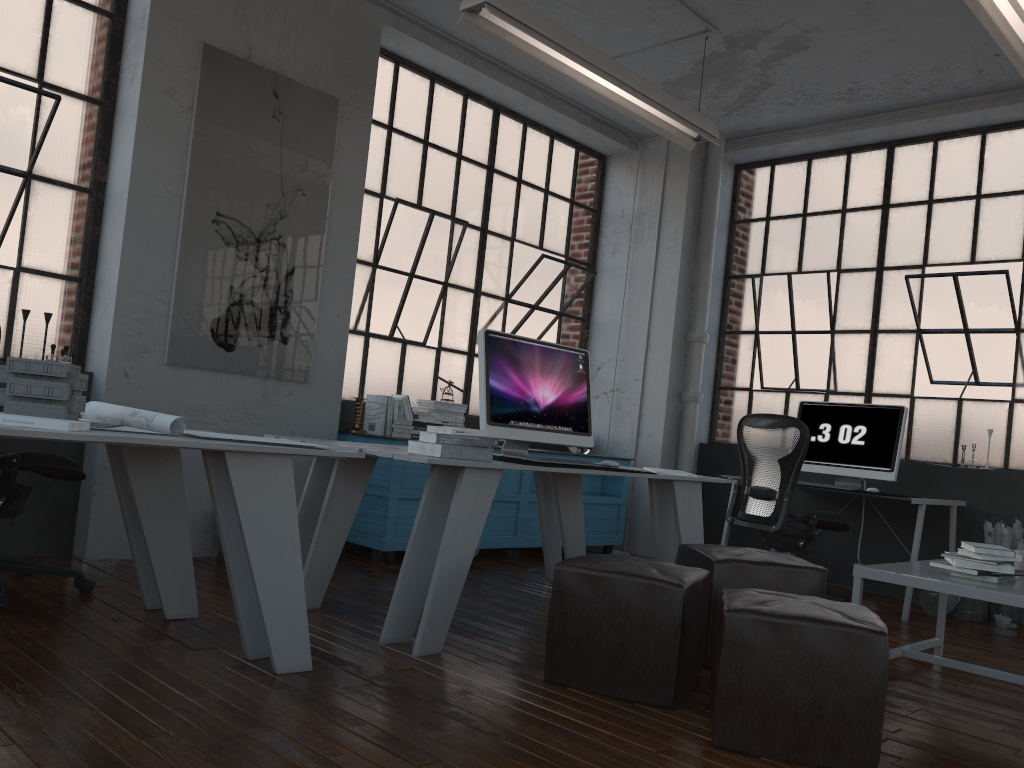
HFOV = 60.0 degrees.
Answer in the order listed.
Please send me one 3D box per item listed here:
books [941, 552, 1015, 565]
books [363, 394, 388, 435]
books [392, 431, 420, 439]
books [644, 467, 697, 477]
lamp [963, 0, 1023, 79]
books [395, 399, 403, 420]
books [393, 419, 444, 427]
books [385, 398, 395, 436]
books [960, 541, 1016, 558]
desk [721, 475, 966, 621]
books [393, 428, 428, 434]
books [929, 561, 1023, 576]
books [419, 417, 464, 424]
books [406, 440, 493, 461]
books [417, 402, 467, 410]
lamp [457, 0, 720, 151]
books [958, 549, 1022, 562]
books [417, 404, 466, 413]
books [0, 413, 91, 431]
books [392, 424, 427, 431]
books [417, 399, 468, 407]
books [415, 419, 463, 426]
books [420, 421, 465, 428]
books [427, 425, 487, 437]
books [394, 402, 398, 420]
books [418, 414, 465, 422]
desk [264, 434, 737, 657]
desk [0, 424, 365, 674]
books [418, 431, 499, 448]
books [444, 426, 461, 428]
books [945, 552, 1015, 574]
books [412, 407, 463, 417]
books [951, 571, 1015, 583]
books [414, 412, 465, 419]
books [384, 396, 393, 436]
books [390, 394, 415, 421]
[{"bbox_3d":[1.794,0.667,3.400,0.199,0.014,0.275,3,-5,44],"label":"books"},{"bbox_3d":[-0.834,0.185,5.403,0.172,0.239,0.032,4,-3,44],"label":"books"},{"bbox_3d":[-0.567,0.318,5.360,0.259,0.032,0.191,9,-4,-44],"label":"books"},{"bbox_3d":[0.779,0.436,4.387,0.205,0.019,0.243,6,-3,-6],"label":"books"},{"bbox_3d":[1.822,-1.698,3.254,0.202,0.628,1.881,4,-3,44],"label":"lamp"},{"bbox_3d":[-0.734,0.207,5.493,0.160,0.224,0.065,4,-3,44],"label":"books"},{"bbox_3d":[-0.565,0.242,5.355,0.240,0.028,0.190,9,-4,-44],"label":"books"},{"bbox_3d":[-0.779,0.204,5.448,0.152,0.239,0.045,4,-3,44],"label":"books"},{"bbox_3d":[1.805,0.627,3.366,0.141,0.026,0.202,5,-3,14],"label":"books"},{"bbox_3d":[2.066,1.007,5.667,1.225,0.688,0.935,3,-4,44],"label":"desk"},{"bbox_3d":[-0.565,0.290,5.350,0.191,0.023,0.242,3,-4,42],"label":"books"},{"bbox_3d":[1.780,0.706,3.394,0.274,0.025,0.210,8,-4,-26],"label":"books"},{"bbox_3d":[-0.461,0.238,5.767,0.160,0.012,0.254,3,-5,44],"label":"books"},{"bbox_3d":[-0.240,0.259,3.445,0.200,0.050,0.272,3,-4,44],"label":"books"},{"bbox_3d":[-0.459,0.141,5.768,0.182,0.016,0.289,3,-5,44],"label":"books"},{"bbox_3d":[0.483,-1.562,4.458,0.202,0.205,1.881,4,-4,44],"label":"lamp"},{"bbox_3d":[1.819,0.652,3.380,0.185,0.026,0.125,7,-3,-16],"label":"books"},{"bbox_3d":[-0.460,0.160,5.769,0.174,0.021,0.273,3,-5,44],"label":"books"},{"bbox_3d":[-1.291,0.103,2.393,0.235,0.024,0.200,6,-3,-10],"label":"books"},{"bbox_3d":[-0.563,0.268,5.362,0.211,0.023,0.259,3,-5,44],"label":"books"},{"bbox_3d":[-0.454,0.125,5.757,0.182,0.016,0.289,3,-5,44],"label":"books"},{"bbox_3d":[-0.474,0.248,5.763,0.159,0.012,0.285,3,-5,44],"label":"books"},{"bbox_3d":[-0.454,0.263,5.772,0.160,0.013,0.256,3,-5,44],"label":"books"},{"bbox_3d":[-0.215,0.183,3.453,0.152,0.030,0.185,3,-5,45],"label":"books"},{"bbox_3d":[-0.765,0.222,5.470,0.160,0.224,0.046,4,-3,44],"label":"books"},{"bbox_3d":[-0.461,0.223,5.778,0.167,0.017,0.263,3,-5,44],"label":"books"},{"bbox_3d":[0.010,0.699,4.129,1.074,0.703,2.081,3,-4,44],"label":"desk"},{"bbox_3d":[-1.596,0.433,2.468,1.063,0.696,2.060,3,-4,44],"label":"desk"},{"bbox_3d":[-0.208,0.215,3.440,0.257,0.044,0.193,7,-4,-26],"label":"books"},{"bbox_3d":[-0.489,0.275,5.772,0.182,0.016,0.289,3,-5,44],"label":"books"},{"bbox_3d":[1.784,0.683,3.395,0.200,0.031,0.272,5,-3,19],"label":"books"},{"bbox_3d":[-0.488,0.181,5.765,0.180,0.028,0.296,3,-5,44],"label":"books"},{"bbox_3d":[1.809,0.733,3.408,0.171,0.028,0.218,3,-5,44],"label":"books"},{"bbox_3d":[-0.475,0.205,5.782,0.182,0.016,0.289,3,-5,44],"label":"books"},{"bbox_3d":[-0.797,0.191,5.425,0.172,0.240,0.053,4,-3,44],"label":"books"},{"bbox_3d":[-0.687,0.212,5.547,0.175,0.284,0.170,4,-3,44],"label":"books"}]
